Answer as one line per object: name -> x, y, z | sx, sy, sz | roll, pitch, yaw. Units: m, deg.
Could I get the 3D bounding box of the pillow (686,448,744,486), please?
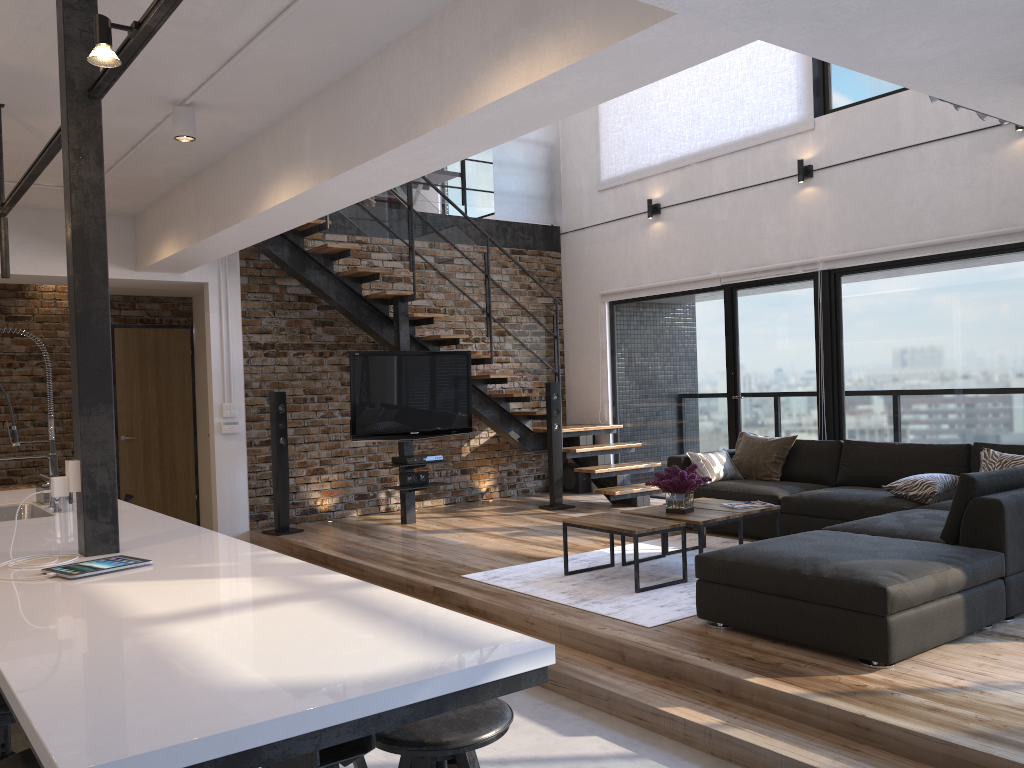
pillow -> 1.623, 0.660, 7.056 | 0.498, 0.266, 0.212 | -2, 0, -36

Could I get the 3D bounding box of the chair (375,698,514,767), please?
chair -> -0.164, 1.081, 2.080 | 0.366, 0.630, 0.367 | -2, 1, -22

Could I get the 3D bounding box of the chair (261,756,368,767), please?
chair -> -0.575, 1.096, 2.555 | 0.365, 0.630, 0.365 | -2, 1, 8

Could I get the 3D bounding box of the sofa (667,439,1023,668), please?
sofa -> 1.754, 0.784, 5.581 | 2.998, 0.700, 3.044 | -2, 0, -37

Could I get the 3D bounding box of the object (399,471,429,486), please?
object -> -0.855, 0.827, 7.753 | 0.247, 0.112, 0.088 | -2, 0, -37

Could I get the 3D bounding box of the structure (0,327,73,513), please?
structure -> -2.109, 0.153, 4.067 | 0.392, 0.813, 0.507 | -2, 0, 2

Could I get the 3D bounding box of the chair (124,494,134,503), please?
chair -> -2.610, 1.103, 5.494 | 0.540, 0.768, 0.519 | -2, 1, -22

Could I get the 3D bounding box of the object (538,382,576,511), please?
object -> 0.409, 0.588, 8.486 | 0.271, 1.206, 0.271 | -2, 1, -32

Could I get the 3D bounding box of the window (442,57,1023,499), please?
window -> 1.052, -1.423, 6.422 | 5.661, 5.568, 13.400 | -2, 0, -37

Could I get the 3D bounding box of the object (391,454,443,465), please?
object -> -0.818, 0.654, 7.684 | 0.360, 0.058, 0.275 | -2, 0, -37

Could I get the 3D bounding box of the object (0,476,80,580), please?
object -> -1.396, 0.408, 2.567 | 0.214, 0.246, 0.417 | -2, 0, -16

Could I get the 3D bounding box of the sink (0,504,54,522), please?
sink -> -2.267, 0.676, 3.878 | 0.406, 0.203, 0.706 | -2, 0, -37

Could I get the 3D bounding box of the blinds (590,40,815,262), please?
blinds -> 0.257, -2.763, 8.617 | 10.205, 2.976, 1.994 | -2, 0, 32

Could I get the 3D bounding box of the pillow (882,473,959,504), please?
pillow -> 2.718, 0.677, 5.802 | 0.530, 0.178, 0.356 | -2, 0, -39

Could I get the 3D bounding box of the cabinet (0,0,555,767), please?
cabinet -> -2.905, 0.061, 3.682 | 2.473, 2.872, 9.117 | -2, 0, -37

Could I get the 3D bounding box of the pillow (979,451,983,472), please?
pillow -> 3.160, 0.577, 5.509 | 0.234, 0.294, 0.611 | -2, 0, -36

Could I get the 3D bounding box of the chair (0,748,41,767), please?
chair -> -0.904, 1.101, 1.846 | 0.358, 0.636, 0.356 | -2, 1, 8

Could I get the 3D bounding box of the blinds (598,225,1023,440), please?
blinds -> 2.556, -0.018, 7.257 | 0.095, 2.044, 5.370 | -3, 0, -37

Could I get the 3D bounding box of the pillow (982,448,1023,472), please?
pillow -> 3.073, 0.557, 5.363 | 0.250, 0.314, 0.532 | -2, 0, -33

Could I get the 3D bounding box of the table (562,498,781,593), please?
table -> 1.033, 0.981, 5.561 | 1.298, 0.350, 0.697 | -2, 0, -37

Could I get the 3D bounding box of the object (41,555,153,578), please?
object -> -1.171, 0.518, 2.507 | 0.188, 0.013, 0.240 | -2, 0, 38

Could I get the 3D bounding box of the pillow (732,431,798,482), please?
pillow -> 1.981, 0.582, 7.137 | 0.265, 0.382, 0.609 | -2, 0, -37

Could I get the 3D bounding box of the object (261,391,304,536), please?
object -> -1.977, 0.668, 7.564 | 0.271, 1.206, 0.271 | -1, 1, 43

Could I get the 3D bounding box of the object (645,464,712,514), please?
object -> 1.049, 0.634, 5.554 | 0.375, 0.343, 0.342 | -2, 0, -35

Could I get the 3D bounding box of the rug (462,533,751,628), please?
rug -> 1.012, 1.157, 5.536 | 2.112, 0.003, 1.637 | -2, 0, -37

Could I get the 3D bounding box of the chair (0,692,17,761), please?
chair -> -1.340, 1.117, 2.355 | 0.357, 0.636, 0.357 | -2, 1, 32

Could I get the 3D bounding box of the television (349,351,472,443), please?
television -> -0.878, 0.107, 7.713 | 1.206, 0.783, 0.136 | -2, 1, -37

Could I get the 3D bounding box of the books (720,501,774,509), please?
books -> 1.520, 0.783, 5.743 | 0.295, 0.013, 0.228 | -2, 0, -16
